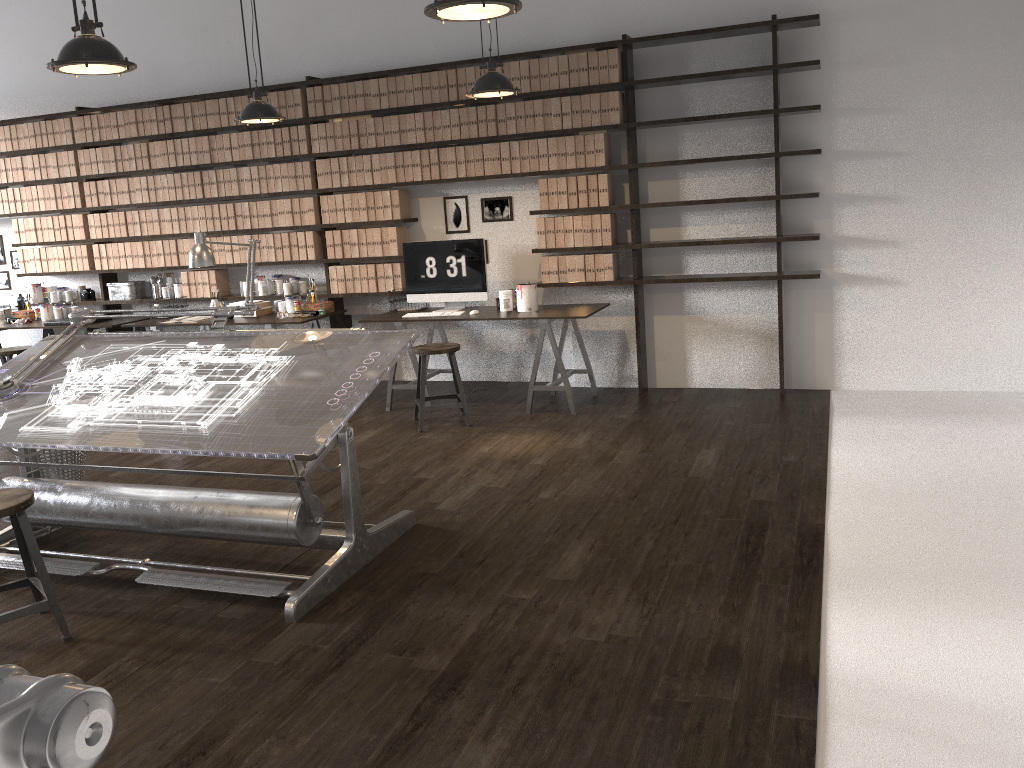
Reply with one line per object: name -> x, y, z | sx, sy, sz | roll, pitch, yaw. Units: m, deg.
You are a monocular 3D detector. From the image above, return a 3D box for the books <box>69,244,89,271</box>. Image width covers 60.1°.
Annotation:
books -> -3.868, -1.134, 7.951 | 0.066, 0.224, 0.176 | -1, 10, 20

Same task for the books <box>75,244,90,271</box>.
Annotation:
books -> -3.805, -1.134, 7.931 | 0.066, 0.224, 0.176 | -1, 10, 20

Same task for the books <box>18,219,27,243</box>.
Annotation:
books -> -4.406, -1.402, 8.102 | 0.066, 0.224, 0.176 | -1, 10, 20

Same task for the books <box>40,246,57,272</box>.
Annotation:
books -> -4.193, -1.137, 8.073 | 0.066, 0.224, 0.176 | -1, 10, 20

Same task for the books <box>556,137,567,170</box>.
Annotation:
books -> 0.377, -1.633, 6.279 | 0.066, 0.224, 0.176 | -1, 10, 20

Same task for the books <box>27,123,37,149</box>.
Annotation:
books -> -4.197, -2.204, 7.876 | 0.066, 0.224, 0.176 | -1, 10, 20

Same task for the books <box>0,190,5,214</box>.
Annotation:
books -> -4.631, -1.668, 8.138 | 0.066, 0.224, 0.176 | -1, 10, 20

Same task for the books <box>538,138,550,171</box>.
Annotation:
books -> 0.249, -1.634, 6.323 | 0.067, 0.224, 0.176 | -1, 10, 20

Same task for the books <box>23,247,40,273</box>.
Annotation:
books -> -4.386, -1.138, 8.144 | 0.066, 0.224, 0.176 | -1, 10, 20

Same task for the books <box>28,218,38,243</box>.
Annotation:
books -> -4.285, -1.401, 8.054 | 0.067, 0.224, 0.176 | -1, 10, 20

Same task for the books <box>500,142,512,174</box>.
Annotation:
books -> -0.016, -1.635, 6.420 | 0.066, 0.224, 0.176 | -1, 10, 20

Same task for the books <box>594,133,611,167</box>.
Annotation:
books -> 0.635, -1.630, 6.181 | 0.066, 0.224, 0.176 | -1, 10, 20

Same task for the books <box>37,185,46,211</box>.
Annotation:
books -> -4.157, -1.671, 7.961 | 0.066, 0.224, 0.176 | -1, 10, 20

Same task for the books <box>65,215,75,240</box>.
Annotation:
books -> -3.881, -1.399, 7.911 | 0.066, 0.224, 0.176 | -1, 10, 20

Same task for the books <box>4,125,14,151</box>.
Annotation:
books -> -4.461, -2.207, 7.975 | 0.067, 0.224, 0.176 | -1, 10, 20

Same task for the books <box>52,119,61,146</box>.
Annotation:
books -> -3.932, -2.203, 7.785 | 0.066, 0.224, 0.176 | -1, 10, 20

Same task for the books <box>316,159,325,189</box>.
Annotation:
books -> -1.456, -1.648, 6.959 | 0.066, 0.224, 0.176 | -1, 10, 20

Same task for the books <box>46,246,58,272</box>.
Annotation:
books -> -4.127, -1.136, 8.051 | 0.066, 0.224, 0.176 | -1, 10, 20

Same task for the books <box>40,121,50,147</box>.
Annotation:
books -> -4.068, -2.204, 7.833 | 0.066, 0.224, 0.176 | -1, 10, 20

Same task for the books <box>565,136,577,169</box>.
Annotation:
books -> 0.438, -1.632, 6.252 | 0.067, 0.224, 0.176 | -1, 10, 20

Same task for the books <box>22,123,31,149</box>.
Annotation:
books -> -4.263, -2.205, 7.904 | 0.066, 0.224, 0.176 | -1, 10, 20

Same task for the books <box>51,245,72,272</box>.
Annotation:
books -> -4.063, -1.135, 8.023 | 0.066, 0.224, 0.176 | -1, 10, 20

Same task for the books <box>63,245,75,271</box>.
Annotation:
books -> -3.928, -1.133, 7.969 | 0.067, 0.224, 0.176 | -1, 10, 20

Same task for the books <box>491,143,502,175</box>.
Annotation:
books -> -0.084, -1.636, 6.445 | 0.067, 0.224, 0.176 | -1, 10, 20

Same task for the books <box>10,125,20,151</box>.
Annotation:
books -> -4.394, -2.207, 7.955 | 0.066, 0.224, 0.176 | -1, 10, 20

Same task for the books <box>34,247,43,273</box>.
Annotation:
books -> -4.260, -1.136, 8.094 | 0.067, 0.224, 0.176 | -1, 10, 20

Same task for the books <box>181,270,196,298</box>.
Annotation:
books -> -2.734, -0.855, 7.574 | 0.067, 0.224, 0.176 | -1, 10, 20

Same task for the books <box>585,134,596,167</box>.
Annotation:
books -> 0.570, -1.632, 6.209 | 0.066, 0.224, 0.176 | -1, 10, 20

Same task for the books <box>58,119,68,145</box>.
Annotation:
books -> -3.868, -2.202, 7.757 | 0.066, 0.224, 0.176 | -1, 10, 20

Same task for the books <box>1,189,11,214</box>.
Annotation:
books -> -4.563, -1.668, 8.111 | 0.067, 0.224, 0.176 | -1, 10, 20

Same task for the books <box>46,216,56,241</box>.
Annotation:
books -> -4.089, -1.400, 7.983 | 0.066, 0.224, 0.176 | -1, 10, 20

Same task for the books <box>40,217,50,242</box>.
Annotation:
books -> -4.154, -1.401, 8.012 | 0.066, 0.224, 0.176 | -1, 10, 20

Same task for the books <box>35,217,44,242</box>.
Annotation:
books -> -4.220, -1.402, 8.036 | 0.066, 0.224, 0.176 | -1, 10, 20

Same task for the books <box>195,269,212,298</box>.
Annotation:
books -> -2.602, -0.856, 7.532 | 0.066, 0.224, 0.176 | -1, 10, 20

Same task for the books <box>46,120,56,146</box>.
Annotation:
books -> -3.998, -2.204, 7.808 | 0.066, 0.224, 0.176 | -1, 10, 20

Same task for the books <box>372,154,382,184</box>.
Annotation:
books -> -0.997, -1.644, 6.788 | 0.066, 0.224, 0.176 | -1, 10, 20

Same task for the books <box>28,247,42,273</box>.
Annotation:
books -> -4.328, -1.137, 8.121 | 0.066, 0.224, 0.176 | -1, 10, 20

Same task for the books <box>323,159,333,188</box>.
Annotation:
books -> -1.398, -1.647, 6.933 | 0.067, 0.224, 0.176 | -1, 10, 20

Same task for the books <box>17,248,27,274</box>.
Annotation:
books -> -4.450, -1.138, 8.163 | 0.067, 0.224, 0.176 | -1, 10, 20

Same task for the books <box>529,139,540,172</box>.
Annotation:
books -> 0.184, -1.635, 6.351 | 0.066, 0.224, 0.176 | -1, 10, 20

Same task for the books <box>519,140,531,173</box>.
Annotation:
books -> 0.120, -1.636, 6.377 | 0.066, 0.224, 0.176 | -1, 10, 20

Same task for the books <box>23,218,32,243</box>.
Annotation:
books -> -4.347, -1.402, 8.082 | 0.066, 0.224, 0.176 | -1, 10, 20

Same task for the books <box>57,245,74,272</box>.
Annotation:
books -> -3.996, -1.134, 7.994 | 0.066, 0.224, 0.176 | -1, 10, 20

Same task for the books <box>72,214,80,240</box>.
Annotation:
books -> -3.810, -1.398, 7.882 | 0.066, 0.224, 0.176 | -1, 10, 20

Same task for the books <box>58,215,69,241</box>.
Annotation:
books -> -3.952, -1.398, 7.932 | 0.067, 0.224, 0.176 | -1, 10, 20

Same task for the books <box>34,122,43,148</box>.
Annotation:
books -> -4.129, -2.203, 7.851 | 0.067, 0.224, 0.176 | -1, 10, 20

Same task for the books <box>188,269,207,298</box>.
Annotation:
books -> -2.669, -0.856, 7.556 | 0.066, 0.224, 0.176 | -1, 10, 20

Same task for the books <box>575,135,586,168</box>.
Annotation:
books -> 0.503, -1.632, 6.234 | 0.066, 0.224, 0.176 | -1, 10, 20

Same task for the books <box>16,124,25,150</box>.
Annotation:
books -> -4.328, -2.207, 7.932 | 0.066, 0.224, 0.176 | -1, 10, 20

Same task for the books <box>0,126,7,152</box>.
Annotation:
books -> -4.528, -2.207, 8.003 | 0.066, 0.224, 0.176 | -1, 10, 20

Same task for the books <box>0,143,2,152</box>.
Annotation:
books -> -4.587, -2.208, 8.026 | 0.066, 0.224, 0.176 | -1, 10, 20

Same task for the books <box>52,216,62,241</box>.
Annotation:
books -> -4.020, -1.400, 7.963 | 0.066, 0.224, 0.176 | -1, 10, 20

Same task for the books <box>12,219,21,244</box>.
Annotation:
books -> -4.474, -1.403, 8.126 | 0.067, 0.224, 0.176 | -1, 10, 20

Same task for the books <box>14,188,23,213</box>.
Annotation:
books -> -4.422, -1.674, 8.059 | 0.066, 0.224, 0.176 | -1, 10, 20

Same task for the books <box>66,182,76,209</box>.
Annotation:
books -> -3.840, -1.669, 7.842 | 0.066, 0.224, 0.176 | -1, 10, 20
